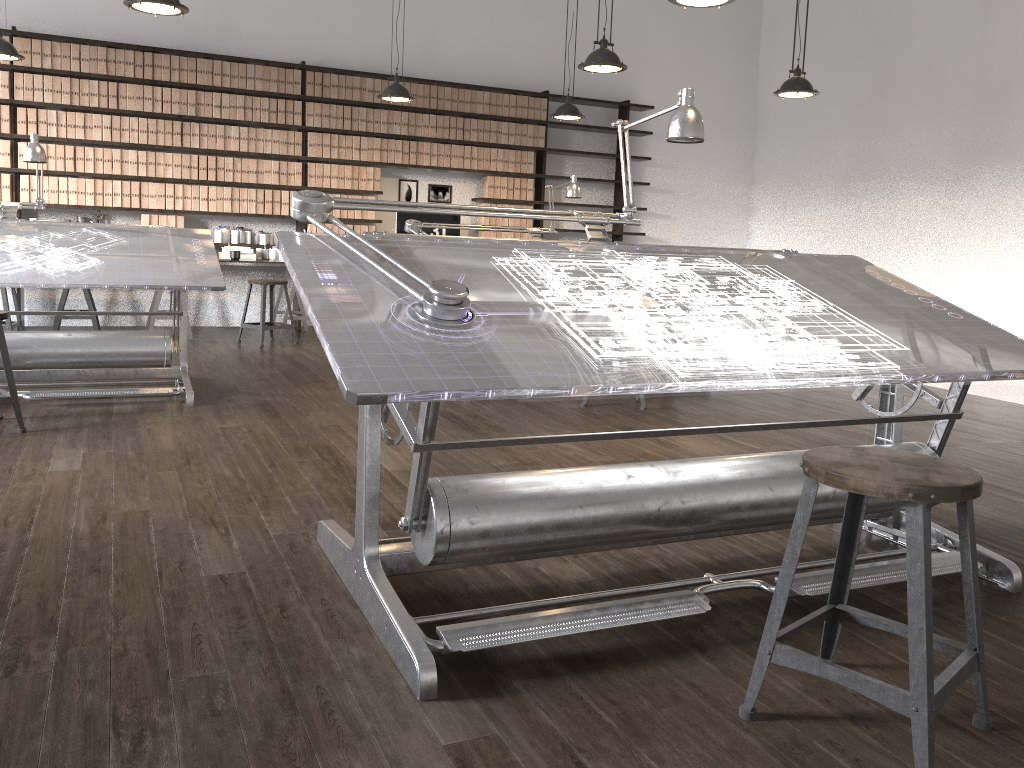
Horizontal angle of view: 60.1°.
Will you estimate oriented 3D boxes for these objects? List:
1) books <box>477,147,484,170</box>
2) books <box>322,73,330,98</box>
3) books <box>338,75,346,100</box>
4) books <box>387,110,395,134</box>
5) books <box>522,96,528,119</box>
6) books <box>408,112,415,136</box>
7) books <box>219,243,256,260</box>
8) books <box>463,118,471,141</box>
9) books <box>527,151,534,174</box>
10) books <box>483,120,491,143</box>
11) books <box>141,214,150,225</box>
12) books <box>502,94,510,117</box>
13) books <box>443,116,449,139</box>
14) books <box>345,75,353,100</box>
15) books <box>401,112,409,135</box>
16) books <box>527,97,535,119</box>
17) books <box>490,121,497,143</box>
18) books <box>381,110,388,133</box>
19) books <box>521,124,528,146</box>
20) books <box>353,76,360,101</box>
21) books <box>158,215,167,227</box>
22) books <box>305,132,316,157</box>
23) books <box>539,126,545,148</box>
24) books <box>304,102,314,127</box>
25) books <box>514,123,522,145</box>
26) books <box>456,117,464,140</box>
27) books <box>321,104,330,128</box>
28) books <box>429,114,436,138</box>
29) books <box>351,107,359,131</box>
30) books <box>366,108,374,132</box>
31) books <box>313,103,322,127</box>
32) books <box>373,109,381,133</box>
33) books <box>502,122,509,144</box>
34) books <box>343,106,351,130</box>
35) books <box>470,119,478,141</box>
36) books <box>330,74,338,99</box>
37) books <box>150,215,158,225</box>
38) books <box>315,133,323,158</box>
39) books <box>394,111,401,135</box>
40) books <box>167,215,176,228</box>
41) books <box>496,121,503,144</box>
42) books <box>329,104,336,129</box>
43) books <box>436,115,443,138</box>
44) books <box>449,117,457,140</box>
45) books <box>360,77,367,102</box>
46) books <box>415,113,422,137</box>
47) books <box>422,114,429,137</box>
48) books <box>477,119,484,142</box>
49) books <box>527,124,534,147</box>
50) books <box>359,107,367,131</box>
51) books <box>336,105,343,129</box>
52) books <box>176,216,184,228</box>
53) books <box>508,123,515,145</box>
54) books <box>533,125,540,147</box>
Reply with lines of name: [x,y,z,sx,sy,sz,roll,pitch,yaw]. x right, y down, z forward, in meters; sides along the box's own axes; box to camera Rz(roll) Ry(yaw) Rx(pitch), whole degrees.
books: [-0.348,-2.269,8.940,0.067,0.224,0.175,0,8,-24]
books: [-1.745,-2.766,8.248,0.067,0.224,0.175,0,8,-24]
books: [-1.615,-2.770,8.305,0.067,0.224,0.175,0,8,-24]
books: [-1.187,-2.509,8.529,0.067,0.224,0.175,0,8,-24]
books: [0.096,-2.821,9.067,0.067,0.224,0.175,0,8,-24]
books: [-1.000,-2.515,8.613,0.067,0.224,0.175,0,8,-24]
books: [-2.410,-1.165,7.792,0.294,0.147,0.388,-1,10,-24]
books: [-0.477,-2.530,8.848,0.067,0.224,0.175,0,8,-24]
books: [0.158,-2.283,9.160,0.067,0.224,0.175,0,8,-24]
books: [-0.283,-2.536,8.934,0.067,0.224,0.175,0,8,-24]
books: [-3.210,-1.372,7.758,0.067,0.224,0.175,0,8,-24]
books: [-0.093,-2.815,8.981,0.067,0.224,0.175,0,8,-24]
books: [-0.682,-2.524,8.754,0.067,0.224,0.175,0,8,-24]
books: [-1.550,-2.772,8.334,0.067,0.224,0.175,0,8,-24]
books: [-1.062,-2.512,8.581,0.067,0.224,0.175,0,8,-24]
books: [0.164,-2.823,9.098,0.067,0.224,0.175,0,8,-24]
books: [-0.219,-2.537,8.956,0.067,0.224,0.175,0,8,-24]
books: [-1.246,-2.506,8.498,0.067,0.224,0.175,0,8,-24]
books: [0.091,-2.548,9.102,0.067,0.224,0.175,0,8,-24]
books: [-1.486,-2.773,8.356,0.067,0.224,0.175,0,8,-24]
books: [-3.086,-1.377,7.819,0.067,0.224,0.175,0,8,-24]
books: [-1.881,-2.223,8.253,0.067,0.224,0.175,0,8,-24]
books: [0.274,-2.552,9.180,0.067,0.224,0.175,0,8,-24]
books: [-1.890,-2.488,8.214,0.067,0.224,0.175,0,8,-24]
books: [0.028,-2.545,9.072,0.067,0.224,0.175,0,8,-24]
books: [-0.544,-2.528,8.812,0.067,0.224,0.175,0,8,-24]
books: [-1.756,-2.491,8.270,0.067,0.224,0.175,0,8,-24]
books: [-0.804,-2.519,8.695,0.067,0.224,0.175,0,8,-24]
books: [-1.505,-2.500,8.389,0.067,0.224,0.175,0,8,-24]
books: [-1.375,-2.503,8.447,0.067,0.224,0.175,0,8,-24]
books: [-1.822,-2.489,8.240,0.067,0.224,0.175,0,8,-24]
books: [-1.310,-2.505,8.475,0.067,0.224,0.175,0,8,-24]
books: [-0.102,-2.541,9.012,0.067,0.224,0.175,0,8,-24]
books: [-1.571,-2.497,8.354,0.067,0.224,0.175,0,8,-24]
books: [-0.411,-2.532,8.873,0.067,0.224,0.175,0,8,-24]
books: [-1.678,-2.767,8.272,0.067,0.224,0.175,0,8,-24]
books: [-3.151,-1.375,7.790,0.067,0.224,0.175,0,8,-24]
books: [-1.821,-2.224,8.274,0.067,0.224,0.175,0,8,-24]
books: [-1.129,-2.510,8.553,0.067,0.224,0.175,0,8,-24]
books: [-3.020,-1.378,7.845,0.067,0.224,0.175,0,8,-24]
books: [-0.160,-2.540,8.988,0.067,0.224,0.175,0,8,-24]
books: [-1.700,-2.493,8.300,0.067,0.224,0.175,0,8,-24]
books: [-0.738,-2.521,8.724,0.067,0.224,0.175,0,8,-24]
books: [-0.614,-2.526,8.787,0.067,0.224,0.175,0,8,-24]
books: [-1.427,-2.775,8.387,0.067,0.224,0.175,0,8,-24]
books: [-0.937,-2.517,8.643,0.067,0.224,0.175,0,8,-24]
books: [-0.871,-2.518,8.668,0.067,0.224,0.175,0,8,-24]
books: [-0.348,-2.534,8.905,0.067,0.224,0.175,0,8,-24]
books: [0.157,-2.548,9.124,0.067,0.224,0.175,0,8,-24]
books: [-1.438,-2.501,8.414,0.067,0.224,0.175,0,8,-24]
books: [-1.641,-2.496,8.328,0.067,0.224,0.175,0,8,-24]
books: [-2.957,-1.381,7.878,0.067,0.224,0.175,0,8,-24]
books: [-0.035,-2.543,9.040,0.067,0.224,0.175,0,8,-24]
books: [0.216,-2.551,9.156,0.067,0.224,0.175,0,8,-24]
